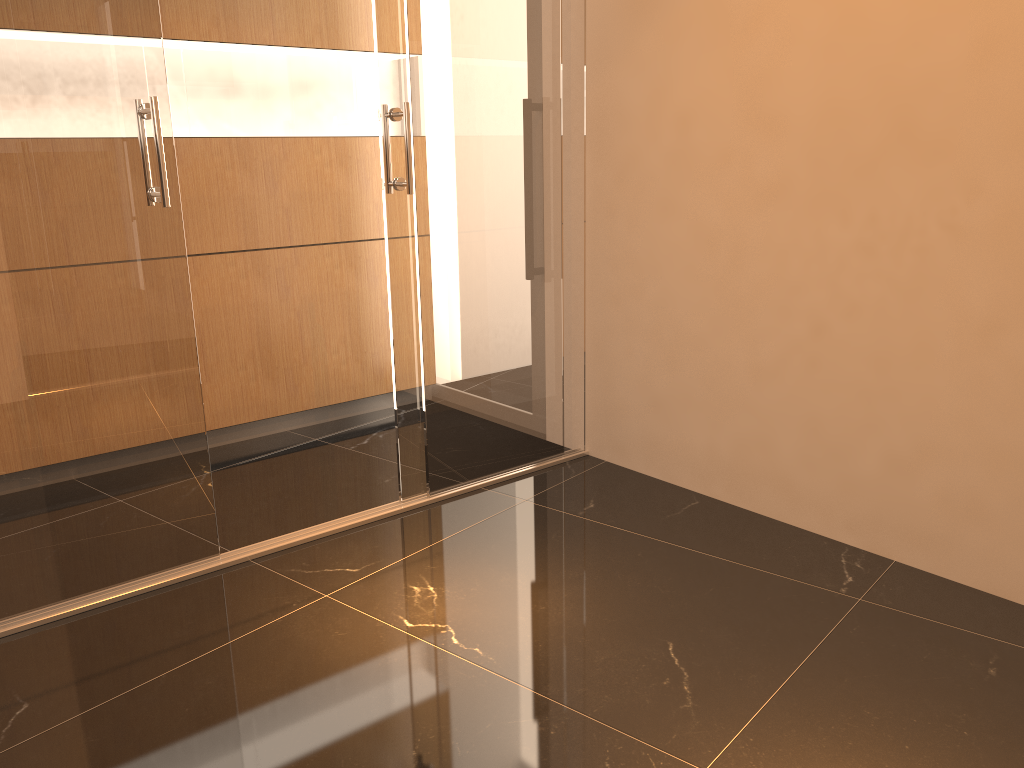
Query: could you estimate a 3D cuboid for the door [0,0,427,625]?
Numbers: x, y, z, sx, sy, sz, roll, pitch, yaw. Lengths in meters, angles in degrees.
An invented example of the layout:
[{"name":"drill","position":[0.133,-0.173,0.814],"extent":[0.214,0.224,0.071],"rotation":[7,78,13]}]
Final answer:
[{"name":"door","position":[-0.783,-1.042,2.913],"extent":[2.473,3.285,0.098],"rotation":[-13,19,-38]}]
